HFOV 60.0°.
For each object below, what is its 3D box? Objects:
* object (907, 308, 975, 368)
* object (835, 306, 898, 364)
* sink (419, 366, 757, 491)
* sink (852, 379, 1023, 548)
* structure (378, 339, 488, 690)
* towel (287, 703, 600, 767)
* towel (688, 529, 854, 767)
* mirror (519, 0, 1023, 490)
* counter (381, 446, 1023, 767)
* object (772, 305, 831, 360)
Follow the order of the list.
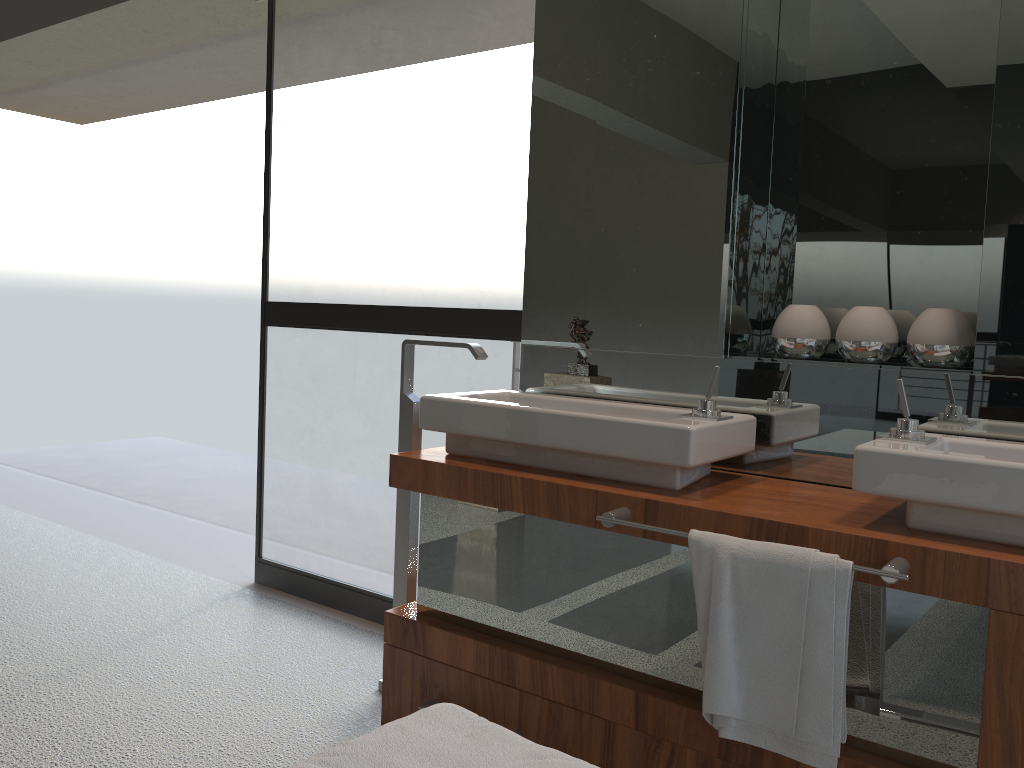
[{"bbox_3d":[0.952,-0.102,1.970,0.136,0.130,0.136,2,4,-12],"label":"object"},{"bbox_3d":[0.826,-0.114,2.063,0.136,0.130,0.136,2,4,-12],"label":"object"},{"bbox_3d":[0.169,0.066,2.154,0.750,0.266,0.352,5,5,36],"label":"sink"},{"bbox_3d":[1.023,0.148,1.527,0.750,0.266,0.352,5,5,36],"label":"sink"},{"bbox_3d":[-0.214,0.378,2.408,0.303,0.988,0.069,5,5,36],"label":"structure"},{"bbox_3d":[-0.074,0.435,0.796,0.305,0.145,0.322,6,5,39],"label":"towel"},{"bbox_3d":[0.439,0.461,1.569,0.302,0.368,0.079,5,5,37],"label":"towel"},{"bbox_3d":[0.831,-0.566,2.064,1.791,1.616,0.253,5,5,36],"label":"mirror"},{"bbox_3d":[0.533,0.591,1.841,1.849,0.704,0.525,5,5,36],"label":"counter"},{"bbox_3d":[0.702,-0.126,2.154,0.136,0.130,0.136,2,4,-12],"label":"object"}]
